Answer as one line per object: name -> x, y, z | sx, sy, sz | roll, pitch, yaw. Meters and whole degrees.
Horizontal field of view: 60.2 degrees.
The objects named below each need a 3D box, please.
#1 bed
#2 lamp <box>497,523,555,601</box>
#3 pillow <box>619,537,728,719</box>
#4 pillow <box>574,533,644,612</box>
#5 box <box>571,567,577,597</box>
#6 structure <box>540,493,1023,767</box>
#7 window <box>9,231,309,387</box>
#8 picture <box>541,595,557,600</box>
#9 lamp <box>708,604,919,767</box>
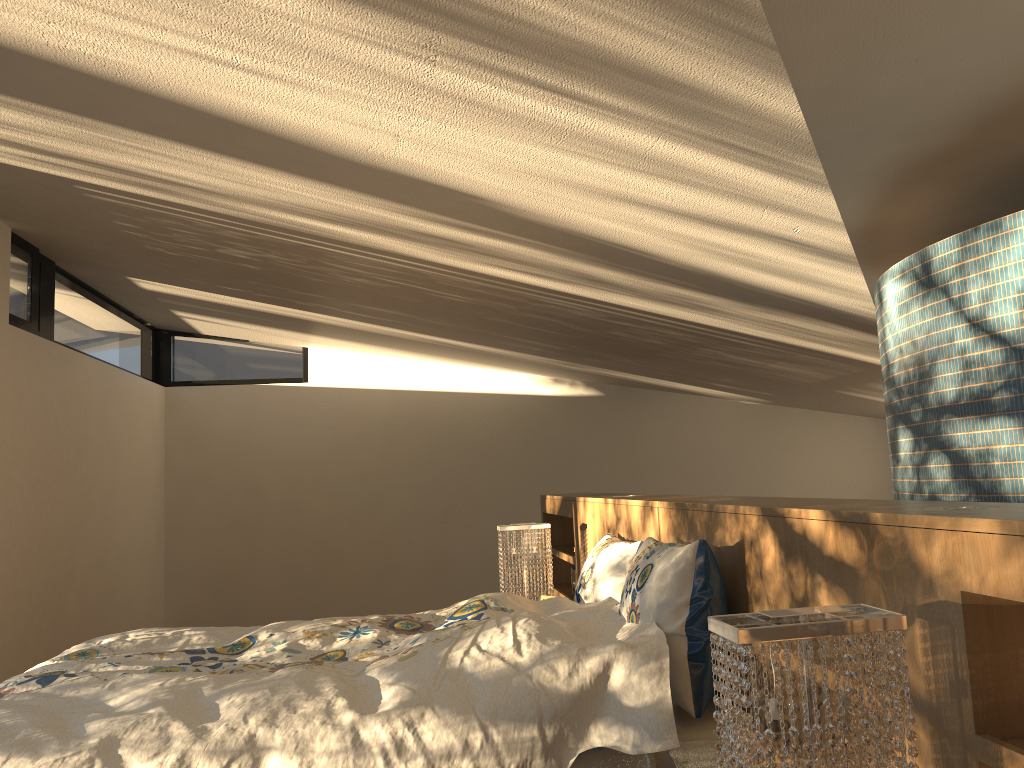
bed -> -0.539, 1.030, 2.590 | 2.178, 0.713, 1.806 | -2, -7, -9
lamp -> 0.066, 0.920, 4.156 | 0.250, 0.523, 0.123 | -1, -7, -9
pillow -> 0.427, 0.629, 2.402 | 0.255, 0.439, 0.615 | -2, -7, -4
pillow -> 0.370, 0.767, 3.248 | 0.270, 0.405, 0.596 | -2, -7, -6
box -> 0.418, 1.126, 5.032 | 0.135, 0.156, 0.155 | -2, -7, -8
structure -> 0.666, 0.875, 2.952 | 0.311, 0.975, 5.727 | -2, -7, -6
window -> 0.986, 0.069, 2.834 | 6.920, 2.517, 10.186 | -2, -7, -8
picture -> 0.204, 1.053, 3.968 | 0.119, 0.202, 0.152 | 4, -9, -43
lamp -> 0.416, 0.676, 1.163 | 0.264, 0.731, 0.161 | -1, -7, -9
